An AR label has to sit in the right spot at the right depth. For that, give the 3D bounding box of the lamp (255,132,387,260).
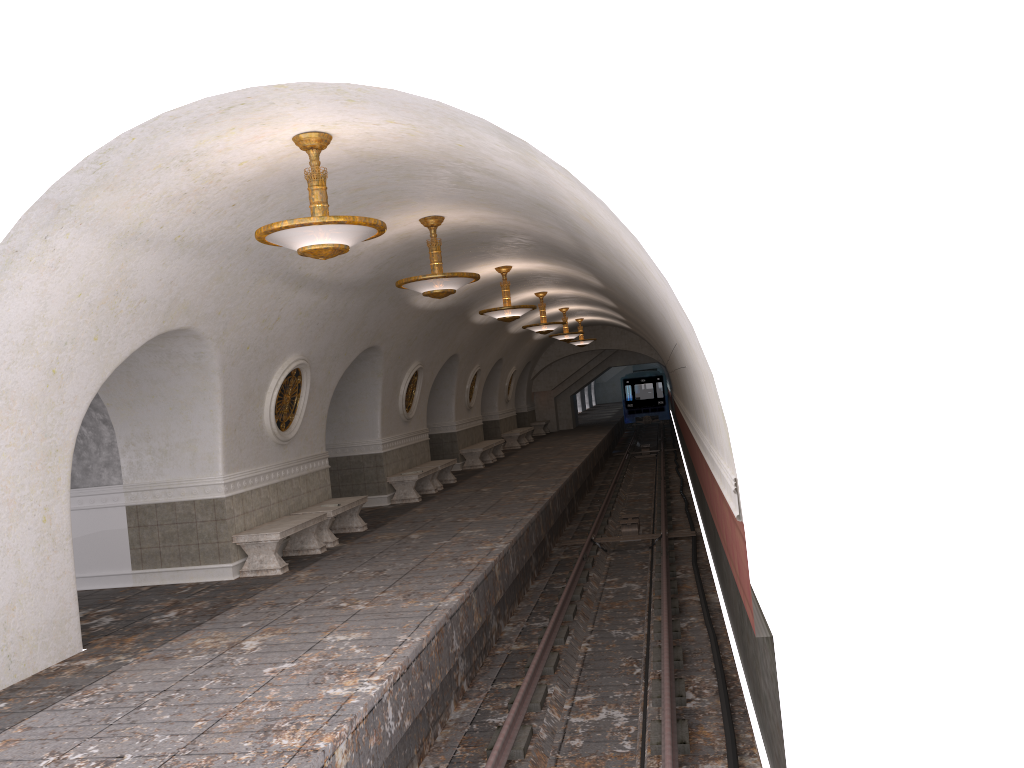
[{"bbox_3d":[-1.507,-1.440,6.906,1.008,0.955,1.008,-6,0,-35],"label":"lamp"}]

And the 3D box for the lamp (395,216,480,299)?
[{"bbox_3d":[-0.903,-1.480,10.510,1.008,0.955,1.008,-6,0,-6],"label":"lamp"}]

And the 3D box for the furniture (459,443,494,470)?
[{"bbox_3d":[-0.890,1.881,23.069,0.613,0.508,1.509,-6,0,10],"label":"furniture"}]

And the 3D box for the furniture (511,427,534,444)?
[{"bbox_3d":[0.374,1.796,30.608,0.613,0.508,1.509,-6,0,10],"label":"furniture"}]

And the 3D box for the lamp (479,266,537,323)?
[{"bbox_3d":[-0.099,-1.535,15.305,1.008,0.955,1.008,-6,0,-6],"label":"lamp"}]

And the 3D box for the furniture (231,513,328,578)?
[{"bbox_3d":[-2.880,2.015,11.206,0.613,0.508,1.509,-6,0,10],"label":"furniture"}]

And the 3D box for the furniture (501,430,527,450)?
[{"bbox_3d":[0.096,1.815,28.949,0.613,0.508,1.509,-6,0,10],"label":"furniture"}]

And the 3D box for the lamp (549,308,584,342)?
[{"bbox_3d":[1.499,-1.642,24.829,1.008,0.955,1.008,-6,0,25],"label":"lamp"}]

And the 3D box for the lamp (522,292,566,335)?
[{"bbox_3d":[0.700,-1.588,20.068,1.008,0.955,1.008,-6,0,25],"label":"lamp"}]

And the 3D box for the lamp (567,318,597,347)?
[{"bbox_3d":[2.297,-1.696,29.593,1.008,0.955,1.008,-6,0,-35],"label":"lamp"}]

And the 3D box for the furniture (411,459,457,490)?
[{"bbox_3d":[-1.608,1.929,18.790,0.613,0.508,1.509,-6,0,10],"label":"furniture"}]

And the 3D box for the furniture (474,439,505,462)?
[{"bbox_3d":[-0.612,1.863,24.728,0.613,0.508,1.509,-6,0,10],"label":"furniture"}]

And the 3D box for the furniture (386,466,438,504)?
[{"bbox_3d":[-1.886,1.948,17.132,0.613,0.508,1.509,-6,0,10],"label":"furniture"}]

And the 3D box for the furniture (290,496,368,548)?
[{"bbox_3d":[-2.602,1.996,12.864,0.613,0.508,1.509,-6,0,10],"label":"furniture"}]

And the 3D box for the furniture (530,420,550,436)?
[{"bbox_3d":[1.138,1.745,35.165,0.613,0.508,1.509,-6,0,10],"label":"furniture"}]
